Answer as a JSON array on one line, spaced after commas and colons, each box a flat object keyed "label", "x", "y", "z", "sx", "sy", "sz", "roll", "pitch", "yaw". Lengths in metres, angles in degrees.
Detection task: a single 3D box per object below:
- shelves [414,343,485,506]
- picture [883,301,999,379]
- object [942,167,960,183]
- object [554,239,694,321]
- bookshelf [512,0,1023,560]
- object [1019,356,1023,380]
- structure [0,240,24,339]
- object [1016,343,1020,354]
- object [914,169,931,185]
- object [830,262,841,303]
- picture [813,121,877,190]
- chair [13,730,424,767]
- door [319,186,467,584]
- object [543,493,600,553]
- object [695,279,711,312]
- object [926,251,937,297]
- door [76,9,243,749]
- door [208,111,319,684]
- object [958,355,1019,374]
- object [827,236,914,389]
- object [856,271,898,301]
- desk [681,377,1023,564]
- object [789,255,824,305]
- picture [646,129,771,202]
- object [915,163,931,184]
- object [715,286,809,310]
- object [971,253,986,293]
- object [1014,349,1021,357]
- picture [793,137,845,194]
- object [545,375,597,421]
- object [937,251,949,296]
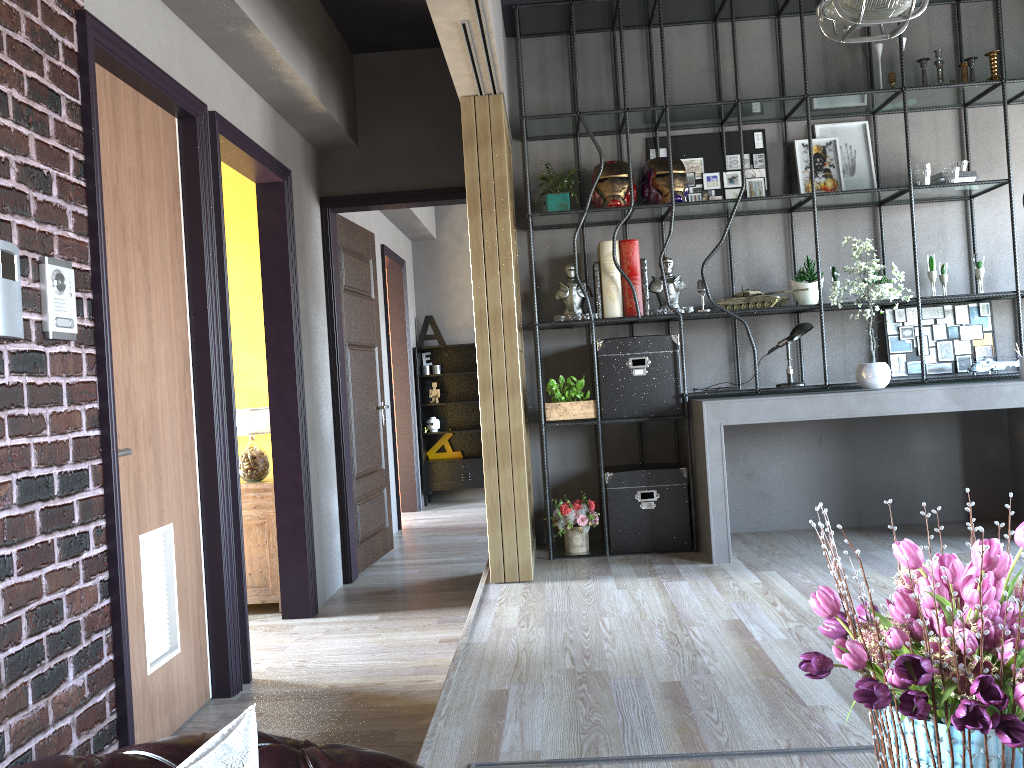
[{"label": "shelves", "x": -0.511, "y": 0.419, "z": 9.458, "sx": 0.911, "sy": 1.678, "sz": 0.353, "roll": -4, "pitch": -1, "yaw": 3}, {"label": "picture", "x": 2.667, "y": -0.276, "z": 5.517, "sx": 0.665, "sy": 0.447, "sz": 0.051, "roll": -4, "pitch": -1, "yaw": 3}, {"label": "object", "x": 2.569, "y": -1.209, "z": 5.181, "sx": 0.092, "sy": 0.099, "sz": 0.092, "roll": -3, "pitch": 0, "yaw": -40}, {"label": "object", "x": 0.658, "y": -0.626, "z": 5.411, "sx": 0.833, "sy": 0.466, "sz": 0.289, "roll": -4, "pitch": 0, "yaw": 3}, {"label": "bookshelf", "x": 2.352, "y": -0.739, "z": 5.349, "sx": 4.483, "sy": 3.283, "sz": 0.526, "roll": -4, "pitch": -1, "yaw": 3}, {"label": "object", "x": 2.883, "y": -0.088, "z": 4.925, "sx": 0.110, "sy": 0.137, "sz": 0.110, "roll": -4, "pitch": 0, "yaw": 13}, {"label": "structure", "x": -1.337, "y": -0.188, "z": 2.291, "sx": 0.068, "sy": 0.370, "sz": 0.279, "roll": -4, "pitch": 0, "yaw": 3}, {"label": "object", "x": 2.847, "y": -0.130, "z": 4.954, "sx": 0.046, "sy": 0.202, "sz": 0.023, "roll": -4, "pitch": -1, "yaw": 39}, {"label": "object", "x": 2.406, "y": -1.199, "z": 5.188, "sx": 0.092, "sy": 0.099, "sz": 0.093, "roll": -4, "pitch": 0, "yaw": 40}, {"label": "object", "x": 2.000, "y": -0.617, "z": 5.483, "sx": 0.113, "sy": 0.273, "sz": 0.113, "roll": -3, "pitch": -1, "yaw": -31}, {"label": "picture", "x": 2.089, "y": -1.389, "z": 5.555, "sx": 0.332, "sy": 0.515, "sz": 0.119, "roll": -4, "pitch": -1, "yaw": 3}, {"label": "chair", "x": -0.371, "y": 0.869, "z": 0.567, "sx": 1.244, "sy": 0.845, "sz": 1.493, "roll": -4, "pitch": 0, "yaw": 33}, {"label": "door", "x": -0.605, "y": 0.002, "z": 6.351, "sx": 1.150, "sy": 2.544, "sz": 1.128, "roll": -4, "pitch": 0, "yaw": 3}, {"label": "object", "x": 0.360, "y": 0.825, "z": 5.331, "sx": 0.345, "sy": 0.362, "sz": 0.331, "roll": -4, "pitch": 0, "yaw": 6}, {"label": "object", "x": 1.132, "y": -0.524, "z": 5.279, "sx": 0.093, "sy": 0.200, "sz": 0.093, "roll": -4, "pitch": 0, "yaw": -2}, {"label": "object", "x": 2.469, "y": -0.646, "z": 5.211, "sx": 0.113, "sy": 0.275, "sz": 0.113, "roll": -4, "pitch": 0, "yaw": 6}, {"label": "door", "x": -1.373, "y": 0.067, "z": 3.340, "sx": 0.219, "sy": 2.540, "sz": 1.002, "roll": -4, "pitch": 0, "yaw": 3}, {"label": "door", "x": -1.758, "y": 0.084, "z": 4.528, "sx": 1.098, "sy": 2.544, "sz": 1.150, "roll": -4, "pitch": 0, "yaw": 3}, {"label": "object", "x": 2.873, "y": -0.120, "z": 5.328, "sx": 0.379, "sy": 0.111, "sz": 0.351, "roll": -3, "pitch": 0, "yaw": 35}, {"label": "object", "x": 1.972, "y": -0.402, "z": 4.851, "sx": 0.398, "sy": 0.852, "sz": 0.420, "roll": -3, "pitch": -1, "yaw": -41}, {"label": "object", "x": 2.178, "y": -0.597, "z": 5.305, "sx": 0.235, "sy": 0.213, "sz": 0.235, "roll": -4, "pitch": 0, "yaw": -42}, {"label": "desk", "x": 2.139, "y": 0.467, "z": 5.178, "sx": 2.129, "sy": 0.886, "sz": 0.845, "roll": -4, "pitch": 0, "yaw": 3}, {"label": "object", "x": 1.770, "y": -0.618, "z": 5.304, "sx": 0.193, "sy": 0.305, "sz": 0.137, "roll": -4, "pitch": 0, "yaw": 36}, {"label": "picture", "x": 1.247, "y": -1.345, "z": 5.624, "sx": 0.749, "sy": 0.503, "sz": 0.058, "roll": -4, "pitch": -1, "yaw": 3}, {"label": "object", "x": 2.458, "y": -1.231, "z": 5.290, "sx": 0.087, "sy": 0.155, "sz": 0.087, "roll": -4, "pitch": 0, "yaw": 15}, {"label": "object", "x": 1.510, "y": -0.533, "z": 5.375, "sx": 0.577, "sy": 0.170, "sz": 0.206, "roll": -3, "pitch": 0, "yaw": 38}, {"label": "object", "x": 2.761, "y": -0.651, "z": 5.235, "sx": 0.113, "sy": 0.246, "sz": 0.113, "roll": -4, "pitch": 0, "yaw": 21}, {"label": "object", "x": 2.861, "y": -0.122, "z": 4.939, "sx": 0.137, "sy": 0.190, "sz": 0.009, "roll": -4, "pitch": -1, "yaw": 6}, {"label": "picture", "x": 1.914, "y": -1.327, "z": 5.520, "sx": 0.267, "sy": 0.414, "sz": 0.101, "roll": -4, "pitch": -1, "yaw": 3}, {"label": "object", "x": 0.347, "y": 0.075, "z": 5.268, "sx": 0.304, "sy": 0.265, "sz": 0.180, "roll": -4, "pitch": 0, "yaw": 3}, {"label": "object", "x": 2.675, "y": -0.674, "z": 5.501, "sx": 0.113, "sy": 0.302, "sz": 0.113, "roll": -4, "pitch": 0, "yaw": 21}]
